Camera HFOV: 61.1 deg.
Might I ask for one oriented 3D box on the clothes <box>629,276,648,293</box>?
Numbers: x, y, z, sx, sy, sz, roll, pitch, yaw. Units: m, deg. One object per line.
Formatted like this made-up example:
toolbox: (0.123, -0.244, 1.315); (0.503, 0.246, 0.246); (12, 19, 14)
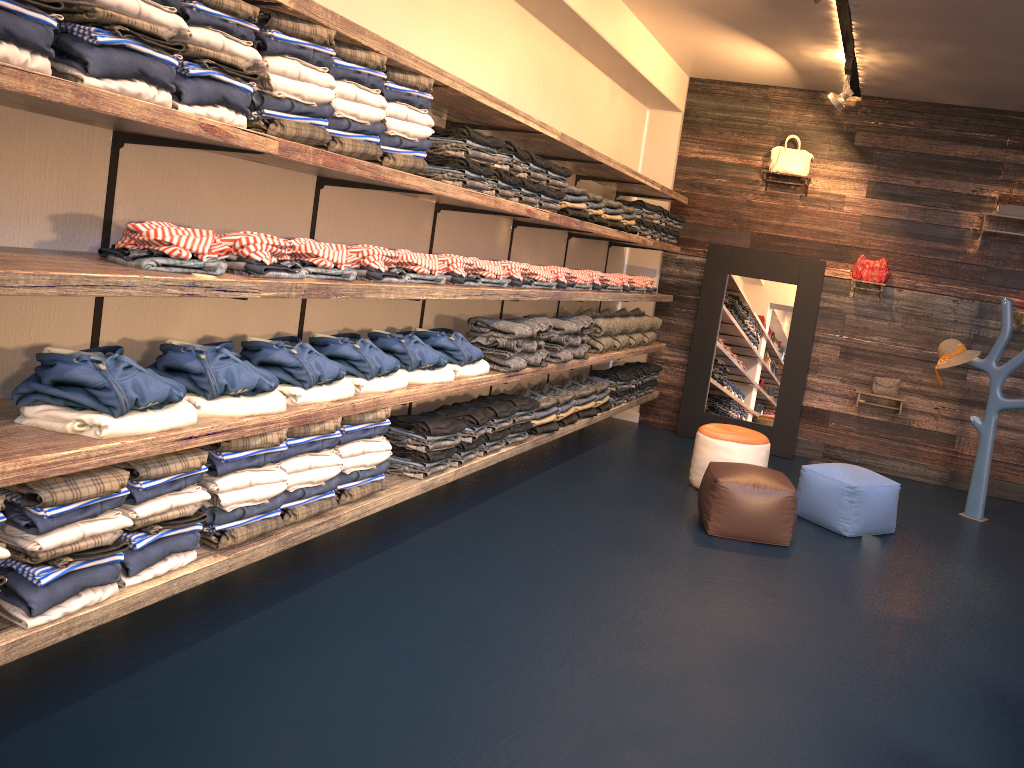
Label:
clothes: (1.032, -0.904, 7.798); (0.327, 0.158, 0.343); (16, 11, 40)

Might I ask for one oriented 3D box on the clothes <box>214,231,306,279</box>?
clothes: (-0.951, -0.476, 3.146); (0.308, 0.153, 0.367); (11, 9, 14)

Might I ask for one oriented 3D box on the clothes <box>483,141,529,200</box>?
clothes: (-0.127, -1.147, 4.628); (0.358, 0.297, 0.330); (10, 7, 8)

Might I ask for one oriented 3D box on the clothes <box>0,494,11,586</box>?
clothes: (-1.454, 0.454, 2.133); (0.239, 0.408, 0.340); (11, 6, 26)

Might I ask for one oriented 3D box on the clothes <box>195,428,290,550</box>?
clothes: (-1.004, 0.344, 3.151); (0.252, 0.452, 0.358); (12, 7, 32)

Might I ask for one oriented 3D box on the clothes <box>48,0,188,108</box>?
clothes: (-1.087, -0.988, 2.366); (0.239, 0.408, 0.340); (11, 6, 26)

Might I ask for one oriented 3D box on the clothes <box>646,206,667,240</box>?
clothes: (1.158, -1.423, 7.605); (0.358, 0.297, 0.330); (10, 7, 8)

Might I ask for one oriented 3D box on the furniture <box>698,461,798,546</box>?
furniture: (1.540, 0.745, 5.670); (0.646, 0.420, 0.656); (9, 8, 3)

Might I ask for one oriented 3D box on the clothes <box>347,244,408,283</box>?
clothes: (-0.649, -0.540, 3.845); (0.308, 0.153, 0.367); (11, 9, 14)

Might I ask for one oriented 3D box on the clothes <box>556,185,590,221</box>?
clothes: (0.294, -1.241, 5.762); (0.390, 0.249, 0.372); (13, 9, 28)

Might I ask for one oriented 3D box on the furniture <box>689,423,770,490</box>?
furniture: (1.668, 0.579, 6.643); (0.552, 0.477, 0.614); (12, 8, 22)

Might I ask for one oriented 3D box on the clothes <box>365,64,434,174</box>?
clothes: (-0.518, -1.133, 3.721); (0.252, 0.452, 0.358); (12, 7, 32)

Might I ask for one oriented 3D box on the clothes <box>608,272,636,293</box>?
clothes: (0.893, -0.871, 7.417); (0.308, 0.153, 0.367); (11, 9, 14)

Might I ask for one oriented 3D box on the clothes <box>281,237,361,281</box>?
clothes: (-0.811, -0.508, 3.528); (0.327, 0.158, 0.343); (16, 11, 40)

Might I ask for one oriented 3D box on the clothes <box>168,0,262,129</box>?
clothes: (-0.972, -1.023, 2.693); (0.239, 0.408, 0.340); (11, 6, 26)

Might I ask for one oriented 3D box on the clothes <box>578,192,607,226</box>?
clothes: (0.461, -1.276, 6.146); (0.400, 0.249, 0.364); (11, 8, 16)

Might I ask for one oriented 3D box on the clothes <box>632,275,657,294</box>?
clothes: (1.194, -0.936, 8.116); (0.308, 0.153, 0.367); (11, 9, 14)

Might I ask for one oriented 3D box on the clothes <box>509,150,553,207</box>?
clothes: (0.009, -1.176, 4.945); (0.337, 0.297, 0.322); (11, 7, 19)

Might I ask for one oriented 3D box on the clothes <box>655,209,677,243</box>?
clothes: (1.294, -1.452, 7.922); (0.337, 0.297, 0.322); (11, 7, 19)

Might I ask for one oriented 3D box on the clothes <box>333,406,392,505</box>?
clothes: (-0.715, 0.282, 3.819); (0.252, 0.452, 0.358); (12, 7, 32)

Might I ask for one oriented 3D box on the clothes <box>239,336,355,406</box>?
clothes: (-0.899, -0.069, 3.484); (0.406, 0.239, 0.451); (12, 8, 19)

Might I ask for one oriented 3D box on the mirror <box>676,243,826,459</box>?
mirror: (2.323, -0.339, 8.455); (1.110, 1.906, 0.279); (10, 4, 15)

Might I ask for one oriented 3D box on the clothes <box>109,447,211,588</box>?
clothes: (-1.170, 0.393, 2.791); (0.239, 0.408, 0.340); (11, 6, 26)

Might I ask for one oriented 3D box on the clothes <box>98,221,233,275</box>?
clothes: (-1.113, -0.444, 2.828); (0.327, 0.158, 0.343); (16, 11, 40)

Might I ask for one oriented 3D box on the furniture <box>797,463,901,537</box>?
furniture: (2.403, 0.796, 6.219); (0.697, 0.420, 0.606); (4, 9, -32)

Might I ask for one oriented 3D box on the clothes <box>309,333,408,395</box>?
clothes: (-0.727, -0.106, 3.883); (0.406, 0.239, 0.451); (12, 8, 19)

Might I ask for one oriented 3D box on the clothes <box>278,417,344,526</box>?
clothes: (-0.866, 0.315, 3.469); (0.252, 0.452, 0.358); (12, 7, 32)

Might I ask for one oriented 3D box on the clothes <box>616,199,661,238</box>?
clothes: (1.031, -1.391, 7.285); (0.352, 0.297, 0.345); (12, 7, 21)

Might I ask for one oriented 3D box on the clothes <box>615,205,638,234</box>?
clothes: (0.801, -1.349, 6.934); (0.400, 0.249, 0.364); (11, 8, 16)

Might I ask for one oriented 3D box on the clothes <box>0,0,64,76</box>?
clothes: (-1.256, -0.962, 2.035); (0.239, 0.408, 0.340); (11, 6, 26)

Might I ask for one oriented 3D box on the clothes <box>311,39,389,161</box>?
clothes: (-0.669, -1.101, 3.370); (0.252, 0.452, 0.358); (12, 7, 32)

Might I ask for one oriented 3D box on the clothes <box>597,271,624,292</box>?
clothes: (0.731, -0.839, 7.099); (0.327, 0.158, 0.343); (16, 11, 40)

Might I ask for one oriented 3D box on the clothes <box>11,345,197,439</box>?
clothes: (-1.253, 0.006, 2.665); (0.406, 0.239, 0.451); (12, 8, 19)

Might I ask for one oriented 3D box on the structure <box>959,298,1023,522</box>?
structure: (3.922, 0.212, 7.008); (0.187, 1.796, 0.894); (5, 6, -44)

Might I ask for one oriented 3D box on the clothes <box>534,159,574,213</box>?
clothes: (0.146, -1.206, 5.263); (0.332, 0.297, 0.327); (12, 7, 25)

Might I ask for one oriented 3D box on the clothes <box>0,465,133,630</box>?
clothes: (-1.284, 0.427, 2.464); (0.239, 0.408, 0.340); (11, 6, 26)

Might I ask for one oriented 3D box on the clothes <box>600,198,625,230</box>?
clothes: (0.634, -1.314, 6.551); (0.390, 0.249, 0.372); (13, 9, 28)

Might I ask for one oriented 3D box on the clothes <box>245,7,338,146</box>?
clothes: (-0.806, -1.071, 3.053); (0.252, 0.452, 0.358); (12, 7, 32)

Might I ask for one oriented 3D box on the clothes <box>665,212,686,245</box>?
clothes: (1.431, -1.481, 8.240); (0.332, 0.297, 0.327); (12, 7, 25)

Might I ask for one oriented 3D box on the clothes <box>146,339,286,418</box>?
clothes: (-1.068, -0.034, 3.095); (0.395, 0.239, 0.462); (14, 10, 35)

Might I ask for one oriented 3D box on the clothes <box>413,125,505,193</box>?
clothes: (-0.254, -1.116, 4.308); (0.352, 0.297, 0.345); (12, 7, 21)
